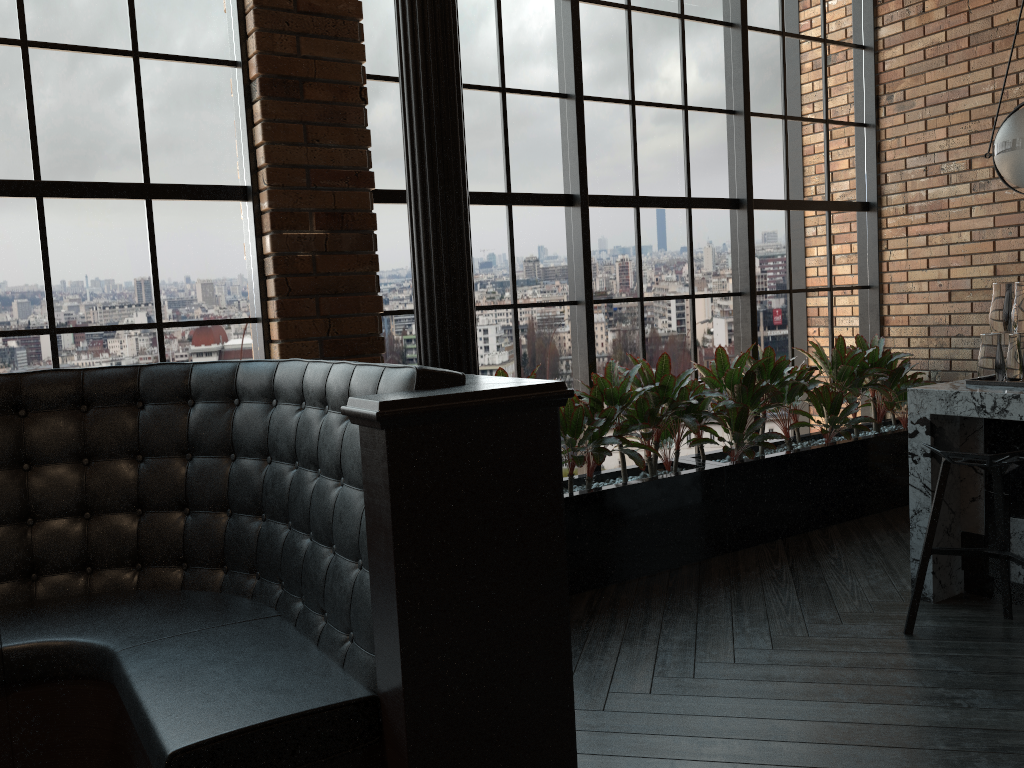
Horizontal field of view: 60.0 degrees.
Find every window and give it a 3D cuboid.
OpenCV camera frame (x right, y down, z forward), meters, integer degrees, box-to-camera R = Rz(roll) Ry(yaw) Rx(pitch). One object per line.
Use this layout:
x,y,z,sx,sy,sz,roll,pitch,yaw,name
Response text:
-4.423,-0.455,1.723,16.179,3.253,0.168,-6,6,-32,window

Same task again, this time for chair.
1.785,0.577,3.326,0.414,0.737,0.475,-8,6,-42,chair

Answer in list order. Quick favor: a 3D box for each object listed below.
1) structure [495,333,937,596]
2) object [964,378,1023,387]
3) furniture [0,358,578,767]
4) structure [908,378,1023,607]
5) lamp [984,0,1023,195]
0.979,0.339,4.691,4.107,1.072,0.757,-6,6,-33,structure
2.155,-0.020,3.732,0.437,0.019,0.273,-6,6,-32,object
-2.659,0.746,1.446,5.451,1.212,1.979,-6,6,-32,furniture
3.902,0.227,1.972,1.930,1.430,5.346,-6,6,-32,structure
2.057,-1.620,3.445,0.340,1.754,0.340,-2,5,14,lamp
